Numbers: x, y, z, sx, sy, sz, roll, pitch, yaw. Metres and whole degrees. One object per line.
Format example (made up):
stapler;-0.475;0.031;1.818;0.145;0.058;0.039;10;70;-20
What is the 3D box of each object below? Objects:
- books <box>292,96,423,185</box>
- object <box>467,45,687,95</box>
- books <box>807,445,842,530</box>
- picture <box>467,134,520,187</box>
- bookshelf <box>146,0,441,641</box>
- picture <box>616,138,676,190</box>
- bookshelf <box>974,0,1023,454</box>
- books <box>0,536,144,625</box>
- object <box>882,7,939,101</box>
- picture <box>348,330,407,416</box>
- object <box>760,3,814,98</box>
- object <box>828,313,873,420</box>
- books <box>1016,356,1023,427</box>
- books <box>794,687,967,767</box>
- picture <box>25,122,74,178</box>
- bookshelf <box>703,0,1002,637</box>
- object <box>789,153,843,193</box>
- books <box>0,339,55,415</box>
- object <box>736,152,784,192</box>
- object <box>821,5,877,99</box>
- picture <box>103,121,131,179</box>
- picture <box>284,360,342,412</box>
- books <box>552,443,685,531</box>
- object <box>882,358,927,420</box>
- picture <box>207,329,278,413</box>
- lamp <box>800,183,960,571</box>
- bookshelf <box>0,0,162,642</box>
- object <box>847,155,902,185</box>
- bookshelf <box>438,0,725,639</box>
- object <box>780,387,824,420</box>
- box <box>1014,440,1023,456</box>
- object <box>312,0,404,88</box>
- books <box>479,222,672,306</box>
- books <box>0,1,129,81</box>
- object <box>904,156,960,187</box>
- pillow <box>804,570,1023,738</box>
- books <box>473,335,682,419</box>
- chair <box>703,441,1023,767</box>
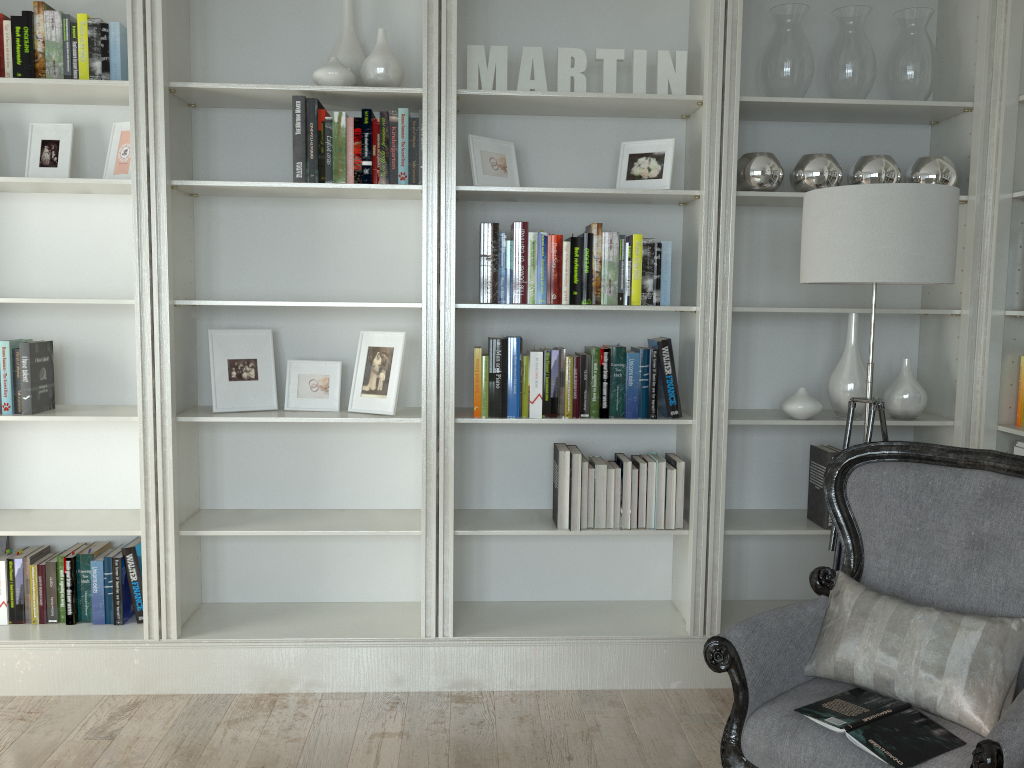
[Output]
books;-0.524;-0.846;3.145;0.465;0.291;0.205;0;5;-3
object;0.233;-1.113;3.191;0.790;0.180;0.034;0;5;-3
books;1.385;0.387;3.376;0.465;0.291;0.205;0;5;-3
picture;-0.082;-0.795;3.218;0.206;0.192;0.124;-4;7;-38
bookshelf;-0.749;-0.354;3.233;0.972;2.523;0.399;0;5;-3
picture;0.494;-0.787;3.213;0.202;0.188;0.124;4;6;27
bookshelf;1.908;-0.267;2.689;0.399;2.523;0.988;0;5;-3
books;-1.716;0.725;3.336;0.762;0.302;0.207;1;5;-2
object;1.491;-1.199;3.316;0.193;0.362;0.193;-1;6;-20
picture;-0.488;-0.045;3.274;0.202;0.300;0.124;4;6;27
object;1.022;-1.203;3.291;0.193;0.362;0.193;-1;6;-20
object;1.251;-0.068;3.270;0.155;0.397;0.155;-1;6;-18
books;1.910;0.038;2.773;0.215;0.302;0.763;1;5;-2
books;0.859;0.795;2.088;0.224;0.046;0.304;-2;6;-28
picture;-1.676;-0.836;3.224;0.153;0.228;0.094;0;5;-3
bookshelf;1.193;-0.339;3.336;0.972;2.523;0.399;0;5;-3
object;1.102;-0.756;3.216;0.185;0.140;0.185;2;6;17
books;-1.920;-0.046;3.184;0.465;0.291;0.205;0;5;-3
object;0.887;-0.757;3.205;0.185;0.140;0.185;2;6;17
object;1.257;-1.201;3.304;0.193;0.362;0.193;-1;6;-20
picture;-1.377;-0.827;3.174;0.153;0.228;0.094;3;6;22
picture;-0.745;0.004;3.352;0.206;0.192;0.124;0;5;-3
books;0.394;0.381;3.308;0.465;0.291;0.205;0;5;-3
object;1.460;0.018;3.293;0.153;0.225;0.154;4;6;32
picture;-1.001;-0.053;3.291;0.231;0.300;0.127;-2;6;-28
lamp;1.077;0.298;2.710;0.429;1.739;0.429;4;6;30
bookshelf;-1.719;-0.361;3.181;0.972;2.523;0.399;0;5;-3
object;1.317;-0.754;3.228;0.185;0.140;0.185;2;6;17
bookshelf;0.222;-0.346;3.284;0.972;2.523;0.399;0;5;-3
object;1.066;0.070;3.264;0.152;0.116;0.154;0;5;-6
box;1.905;0.270;3.052;0.264;0.126;0.179;0;5;-3
object;-0.557;-1.228;3.185;0.319;0.397;0.316;-1;6;-14
books;0.225;-0.443;3.252;0.691;0.301;0.201;1;5;-2
books;-1.721;-1.195;3.166;0.691;0.301;0.201;1;5;-2
object;1.532;-0.752;3.239;0.185;0.140;0.185;2;6;17
pillow;0.997;0.672;2.234;0.210;0.263;0.547;-4;7;-42
books;0.239;-0.033;3.289;0.762;0.302;0.207;1;5;-2
chair;0.995;0.702;2.198;0.763;1.024;0.778;-4;7;-38
